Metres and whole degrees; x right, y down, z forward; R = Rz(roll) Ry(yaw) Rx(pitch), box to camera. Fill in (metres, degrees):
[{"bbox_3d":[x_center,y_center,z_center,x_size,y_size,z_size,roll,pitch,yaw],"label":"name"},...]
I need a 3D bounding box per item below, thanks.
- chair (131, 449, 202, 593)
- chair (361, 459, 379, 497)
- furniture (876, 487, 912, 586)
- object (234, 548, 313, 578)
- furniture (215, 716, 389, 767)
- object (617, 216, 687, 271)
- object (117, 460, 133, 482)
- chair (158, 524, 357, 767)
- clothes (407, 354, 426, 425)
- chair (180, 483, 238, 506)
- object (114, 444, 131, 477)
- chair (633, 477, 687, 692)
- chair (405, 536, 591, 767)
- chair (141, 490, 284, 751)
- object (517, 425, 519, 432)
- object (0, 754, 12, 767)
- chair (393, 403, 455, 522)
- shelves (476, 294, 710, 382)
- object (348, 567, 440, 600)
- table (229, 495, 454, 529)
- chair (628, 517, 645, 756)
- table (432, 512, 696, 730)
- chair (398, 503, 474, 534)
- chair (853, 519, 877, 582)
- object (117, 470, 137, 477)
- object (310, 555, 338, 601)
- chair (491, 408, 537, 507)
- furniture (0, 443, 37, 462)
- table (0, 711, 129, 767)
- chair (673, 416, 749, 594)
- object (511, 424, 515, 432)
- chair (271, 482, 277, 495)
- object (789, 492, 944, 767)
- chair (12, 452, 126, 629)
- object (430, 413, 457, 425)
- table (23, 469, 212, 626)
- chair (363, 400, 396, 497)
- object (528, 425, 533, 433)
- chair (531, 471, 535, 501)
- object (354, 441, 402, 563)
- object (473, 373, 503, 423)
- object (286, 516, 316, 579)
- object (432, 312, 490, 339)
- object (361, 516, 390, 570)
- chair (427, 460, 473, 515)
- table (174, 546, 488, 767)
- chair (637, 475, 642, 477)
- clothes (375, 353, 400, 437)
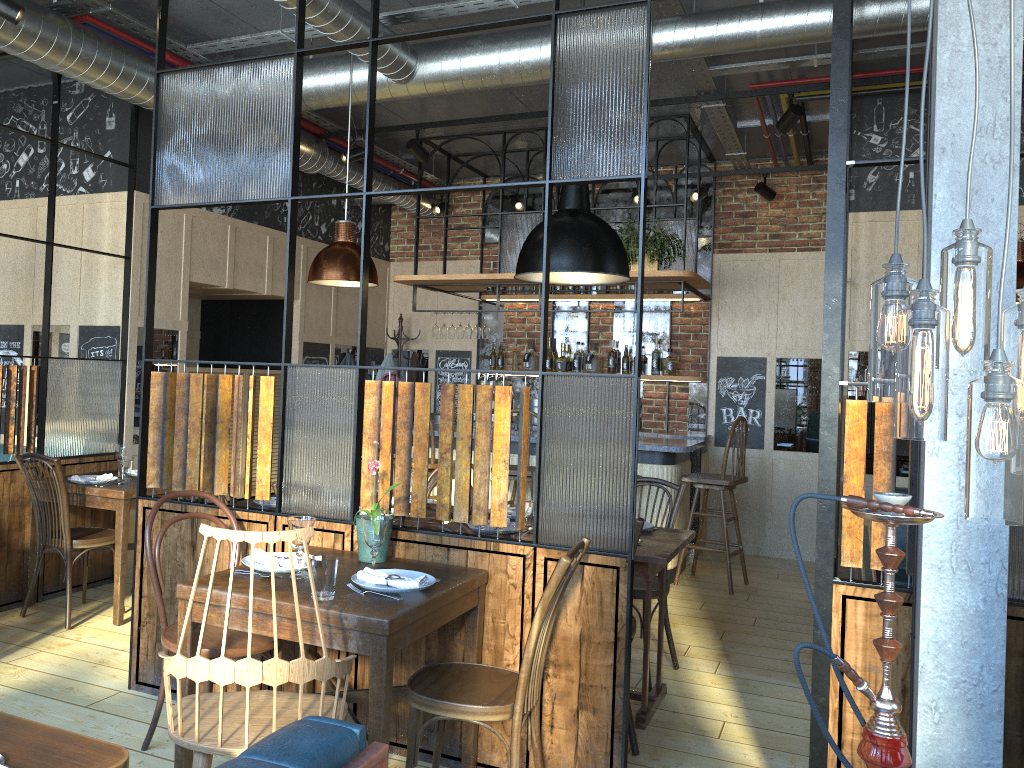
[{"bbox_3d":[-2.160,0.824,5.634,0.404,0.915,0.523,2,-1,-3],"label":"chair"},{"bbox_3d":[-0.915,0.874,4.941,0.404,0.915,0.523,2,-1,-3],"label":"chair"},{"bbox_3d":[2.707,1.058,4.483,1.545,0.822,1.392,2,0,23],"label":"furniture"},{"bbox_3d":[-0.795,0.602,3.002,0.280,0.051,0.312,2,0,26],"label":"object"},{"bbox_3d":[-1.682,0.922,1.404,2.706,0.822,1.317,2,0,24],"label":"furniture"},{"bbox_3d":[0.992,-0.965,6.182,0.500,0.369,0.605,2,0,0],"label":"object"},{"bbox_3d":[-2.235,0.500,5.082,0.080,0.119,0.088,2,-1,-36],"label":"object"},{"bbox_3d":[-0.696,0.864,2.405,0.532,1.006,0.454,2,-1,-5],"label":"chair"},{"bbox_3d":[-0.940,0.093,8.553,0.218,0.771,0.230,2,-1,19],"label":"clothes"},{"bbox_3d":[-1.273,0.868,4.069,0.421,0.915,0.500,2,-1,27],"label":"chair"},{"bbox_3d":[-2.343,0.458,5.287,0.103,0.192,0.094,1,-1,43],"label":"object"},{"bbox_3d":[0.590,0.933,4.296,0.421,0.915,0.500,2,-1,27],"label":"chair"},{"bbox_3d":[-0.061,0.921,2.713,0.537,0.915,0.393,2,-1,18],"label":"chair"},{"bbox_3d":[-1.081,0.881,3.225,0.576,0.921,0.417,2,-1,45],"label":"chair"},{"bbox_3d":[0.056,0.350,6.915,0.043,0.059,0.041,2,0,12],"label":"object"},{"bbox_3d":[-0.946,0.673,1.457,0.280,0.051,0.312,2,0,26],"label":"object"},{"bbox_3d":[-0.649,0.738,6.598,0.456,1.195,0.393,1,-1,42],"label":"chair"},{"bbox_3d":[0.736,-0.430,8.125,2.196,0.746,0.582,2,0,24],"label":"shelves"},{"bbox_3d":[-0.370,0.618,2.821,0.280,0.051,0.312,2,0,26],"label":"object"},{"bbox_3d":[-0.840,0.978,4.454,1.068,0.728,0.702,2,0,23],"label":"table"},{"bbox_3d":[0.304,0.929,3.488,0.411,0.915,0.514,2,-1,7],"label":"chair"},{"bbox_3d":[0.228,1.020,3.968,1.068,0.728,0.702,2,0,23],"label":"table"},{"bbox_3d":[-0.195,0.911,3.516,0.459,0.921,0.524,1,-1,39],"label":"chair"},{"bbox_3d":[1.317,0.933,2.847,0.458,1.006,0.526,2,-1,9],"label":"chair"},{"bbox_3d":[-2.232,0.533,5.378,0.338,0.051,0.259,2,0,26],"label":"object"},{"bbox_3d":[-0.562,0.578,2.626,0.086,0.119,0.082,2,0,12],"label":"object"},{"bbox_3d":[0.083,0.766,6.300,0.447,1.195,0.401,2,-1,17],"label":"chair"},{"bbox_3d":[-3.756,0.818,5.437,1.495,0.822,1.439,2,0,23],"label":"furniture"},{"bbox_3d":[-1.583,1.005,1.644,1.595,0.661,0.793,2,0,24],"label":"table"},{"bbox_3d":[1.424,0.815,6.209,0.430,1.195,0.416,2,-1,32],"label":"chair"},{"bbox_3d":[0.005,0.348,6.921,0.043,0.059,0.041,2,0,12],"label":"object"},{"bbox_3d":[-0.802,0.885,3.993,0.421,0.915,0.500,2,-1,27],"label":"chair"},{"bbox_3d":[0.654,0.556,1.659,0.267,0.704,0.165,2,-1,15],"label":"object"},{"bbox_3d":[-2.417,0.821,4.837,0.421,0.915,0.500,2,-1,27],"label":"chair"},{"bbox_3d":[-0.634,0.801,8.356,0.383,1.035,0.415,2,-1,-32],"label":"object"},{"bbox_3d":[-2.303,0.921,5.182,0.777,0.727,0.724,2,0,23],"label":"table"},{"bbox_3d":[-1.018,0.719,7.318,0.427,1.195,0.420,2,-1,22],"label":"chair"},{"bbox_3d":[0.141,0.353,6.868,0.044,0.059,0.040,2,-1,33],"label":"object"},{"bbox_3d":[0.180,0.917,4.431,0.419,0.915,0.503,2,-1,22],"label":"chair"},{"bbox_3d":[-0.486,0.424,3.174,0.133,0.427,0.217,3,-1,-34],"label":"object"},{"bbox_3d":[-0.201,0.115,8.237,0.321,0.492,0.197,2,-1,23],"label":"object"},{"bbox_3d":[-0.694,0.535,2.887,0.095,0.192,0.101,2,-1,-20],"label":"object"},{"bbox_3d":[-0.410,-0.464,7.011,0.516,0.208,0.063,2,-1,24],"label":"object"},{"bbox_3d":[-0.460,0.543,2.945,0.098,0.192,0.098,2,-1,-2],"label":"object"},{"bbox_3d":[-0.450,0.892,4.814,0.459,0.921,0.524,1,-1,39],"label":"chair"},{"bbox_3d":[-0.578,0.999,2.913,0.777,0.727,0.724,2,0,23],"label":"table"},{"bbox_3d":[0.641,0.788,6.046,0.452,1.195,0.396,2,-1,27],"label":"chair"},{"bbox_3d":[-1.206,0.100,8.449,0.230,0.792,0.282,3,-1,-41],"label":"clothes"}]
